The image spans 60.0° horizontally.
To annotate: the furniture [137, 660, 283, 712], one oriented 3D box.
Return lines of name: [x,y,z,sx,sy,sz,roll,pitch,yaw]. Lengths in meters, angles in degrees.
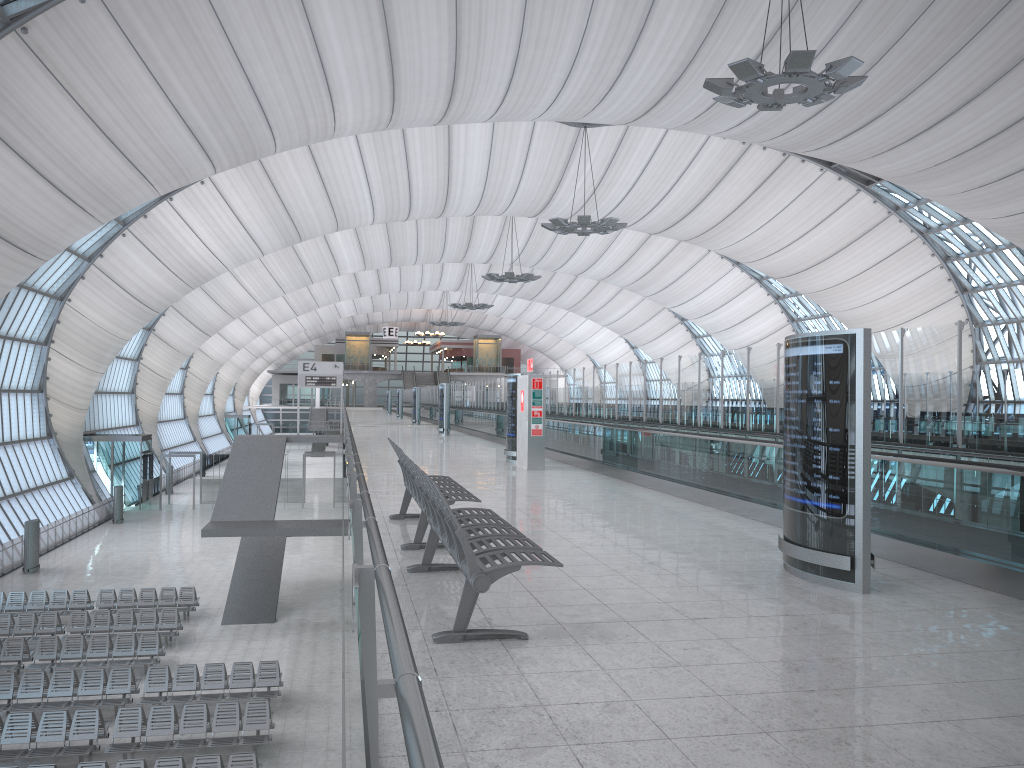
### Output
furniture: [-6.070,6.150,18.052,2.705,0.913,1.572,1,-1,-11]

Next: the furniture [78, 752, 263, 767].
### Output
furniture: [-5.170,6.081,13.336,2.705,0.913,1.572,1,-1,-11]

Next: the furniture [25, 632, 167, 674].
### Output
furniture: [-9.366,6.149,20.143,2.705,0.913,1.572,1,-1,-11]

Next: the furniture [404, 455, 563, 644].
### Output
furniture: [-0.297,1.001,5.971,0.713,0.902,2.520,1,-1,-11]

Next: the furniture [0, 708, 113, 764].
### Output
furniture: [-8.415,6.077,15.161,2.705,0.913,1.572,1,-1,-11]

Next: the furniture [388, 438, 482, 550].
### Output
furniture: [-0.846,1.045,8.943,0.713,0.902,2.520,1,-1,-11]

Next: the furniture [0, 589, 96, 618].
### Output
furniture: [-13.096,6.182,24.511,2.705,0.913,1.572,1,-1,-11]

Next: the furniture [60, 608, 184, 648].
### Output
furniture: [-9.806,6.183,22.450,2.705,0.913,1.572,1,-1,-11]

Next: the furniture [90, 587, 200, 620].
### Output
furniture: [-10.301,6.221,25.044,2.705,0.913,1.572,1,-1,-11]

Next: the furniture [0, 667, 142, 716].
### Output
furniture: [-8.865,6.111,17.520,2.705,0.913,1.572,1,-1,-11]

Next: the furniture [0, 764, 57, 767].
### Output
furniture: [-7.965,6.042,12.803,2.705,0.913,1.572,1,-1,-11]

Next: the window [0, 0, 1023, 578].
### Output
window: [-3.602,-2.252,77.463,50.537,20.004,167.818,1,-1,-11]

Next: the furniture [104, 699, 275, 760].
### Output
furniture: [-5.620,6.116,15.694,2.705,0.913,1.572,1,-1,-11]

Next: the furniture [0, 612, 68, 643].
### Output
furniture: [-12.601,6.144,21.917,2.705,0.913,1.572,1,-1,-11]

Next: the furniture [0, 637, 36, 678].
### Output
furniture: [-12.161,6.110,19.610,2.705,0.913,1.572,1,-1,-11]
